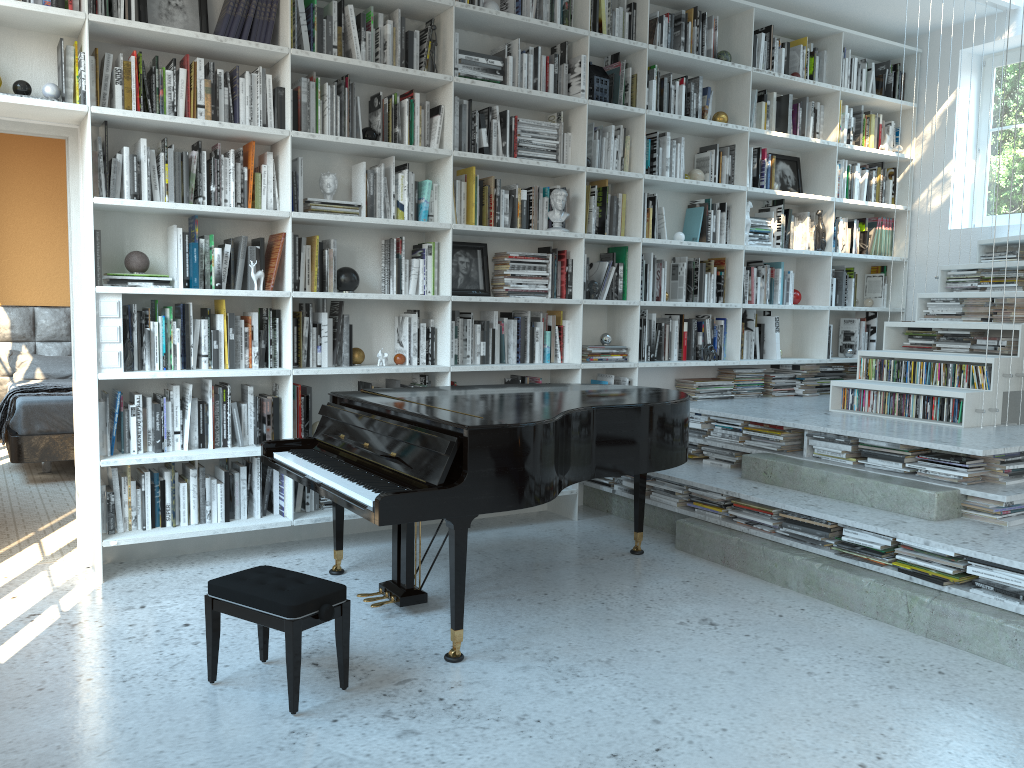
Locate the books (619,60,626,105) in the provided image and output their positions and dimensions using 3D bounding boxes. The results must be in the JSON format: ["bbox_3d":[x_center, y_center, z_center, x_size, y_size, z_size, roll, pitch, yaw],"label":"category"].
[{"bbox_3d":[0.603,-1.747,5.235,0.021,0.288,0.179,-2,6,-31],"label":"books"}]

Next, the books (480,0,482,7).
[{"bbox_3d":[-0.201,-2.037,4.738,0.010,0.187,0.152,-2,6,-31],"label":"books"}]

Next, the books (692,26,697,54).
[{"bbox_3d":[1.070,-2.083,5.484,0.018,0.201,0.188,-2,6,-31],"label":"books"}]

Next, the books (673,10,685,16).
[{"bbox_3d":[0.996,-2.128,5.460,0.024,0.293,0.167,-2,6,-31],"label":"books"}]

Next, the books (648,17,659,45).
[{"bbox_3d":[0.801,-2.076,5.327,0.046,0.206,0.183,-2,6,-31],"label":"books"}]

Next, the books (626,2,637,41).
[{"bbox_3d":[0.664,-2.096,5.236,0.029,0.253,0.186,-2,6,-31],"label":"books"}]

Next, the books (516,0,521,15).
[{"bbox_3d":[-0.001,-2.095,4.839,0.014,0.293,0.176,-2,6,-31],"label":"books"}]

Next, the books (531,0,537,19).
[{"bbox_3d":[0.077,-2.057,4.894,0.050,0.211,0.172,-2,6,-31],"label":"books"}]

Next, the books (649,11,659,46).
[{"bbox_3d":[0.822,-2.097,5.345,0.009,0.244,0.173,-2,6,-31],"label":"books"}]

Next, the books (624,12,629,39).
[{"bbox_3d":[0.623,-2.066,5.232,0.022,0.194,0.181,-2,6,-31],"label":"books"}]

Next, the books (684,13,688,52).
[{"bbox_3d":[1.025,-2.126,5.486,0.007,0.285,0.159,-2,6,-31],"label":"books"}]

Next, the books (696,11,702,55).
[{"bbox_3d":[1.099,-2.132,5.494,0.015,0.300,0.183,-2,6,-31],"label":"books"}]

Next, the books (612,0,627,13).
[{"bbox_3d":[0.630,-2.136,5.249,0.012,0.330,0.128,-2,6,-31],"label":"books"}]

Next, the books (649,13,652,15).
[{"bbox_3d":[0.831,-2.105,5.371,0.012,0.255,0.133,-2,6,-31],"label":"books"}]

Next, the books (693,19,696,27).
[{"bbox_3d":[1.074,-2.109,5.501,0.008,0.251,0.170,-2,6,-31],"label":"books"}]

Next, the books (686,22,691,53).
[{"bbox_3d":[1.045,-2.098,5.479,0.018,0.231,0.160,-2,6,-31],"label":"books"}]

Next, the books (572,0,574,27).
[{"bbox_3d":[0.303,-2.088,5.045,0.022,0.257,0.136,-2,6,-31],"label":"books"}]

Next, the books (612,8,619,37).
[{"bbox_3d":[0.560,-2.067,5.183,0.024,0.202,0.180,-2,6,-31],"label":"books"}]

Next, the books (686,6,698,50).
[{"bbox_3d":[1.082,-2.148,5.501,0.007,0.330,0.183,-2,6,-31],"label":"books"}]

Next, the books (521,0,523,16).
[{"bbox_3d":[0.014,-2.098,4.857,0.011,0.296,0.157,-2,6,-31],"label":"books"}]

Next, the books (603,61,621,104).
[{"bbox_3d":[0.573,-1.737,5.209,0.021,0.272,0.190,-2,6,-31],"label":"books"}]

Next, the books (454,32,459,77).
[{"bbox_3d":[-0.335,-1.696,4.664,0.021,0.249,0.191,-2,6,-31],"label":"books"}]

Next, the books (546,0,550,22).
[{"bbox_3d":[0.158,-2.073,4.946,0.023,0.237,0.154,-2,6,-31],"label":"books"}]

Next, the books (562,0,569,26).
[{"bbox_3d":[0.262,-2.080,5.012,0.028,0.244,0.161,-2,6,-31],"label":"books"}]

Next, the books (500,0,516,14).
[{"bbox_3d":[-0.021,-2.072,4.849,0.012,0.246,0.151,-2,6,-31],"label":"books"}]

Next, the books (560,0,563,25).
[{"bbox_3d":[0.242,-2.112,5.005,0.012,0.308,0.138,-2,6,-31],"label":"books"}]

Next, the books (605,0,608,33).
[{"bbox_3d":[0.500,-2.104,5.165,0.030,0.275,0.151,-2,6,-31],"label":"books"}]

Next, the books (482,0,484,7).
[{"bbox_3d":[-0.189,-2.071,4.735,0.011,0.256,0.143,-2,6,-31],"label":"books"}]

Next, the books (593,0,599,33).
[{"bbox_3d":[0.441,-2.079,5.103,0.015,0.234,0.171,-2,6,-31],"label":"books"}]

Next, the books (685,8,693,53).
[{"bbox_3d":[1.053,-2.139,5.486,0.006,0.313,0.178,-2,6,-31],"label":"books"}]

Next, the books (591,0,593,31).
[{"bbox_3d":[0.422,-2.094,5.111,0.008,0.262,0.142,-2,6,-31],"label":"books"}]

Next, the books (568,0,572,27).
[{"bbox_3d":[0.291,-2.078,5.031,0.014,0.239,0.153,-2,6,-31],"label":"books"}]

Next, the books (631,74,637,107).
[{"bbox_3d":[0.670,-1.711,5.274,0.008,0.214,0.223,-2,6,-31],"label":"books"}]

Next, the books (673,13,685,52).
[{"bbox_3d":[0.985,-2.108,5.429,0.028,0.258,0.184,-2,6,-31],"label":"books"}]

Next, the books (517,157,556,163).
[{"bbox_3d":[0.101,-1.253,5.003,0.254,0.012,0.160,-2,5,-28],"label":"books"}]

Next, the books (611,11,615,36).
[{"bbox_3d":[0.540,-2.056,5.171,0.022,0.180,0.172,-2,6,-31],"label":"books"}]

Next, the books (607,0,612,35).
[{"bbox_3d":[0.526,-2.114,5.159,0.010,0.298,0.167,-2,6,-31],"label":"books"}]

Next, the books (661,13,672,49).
[{"bbox_3d":[0.905,-2.106,5.405,0.030,0.255,0.161,-2,6,-31],"label":"books"}]

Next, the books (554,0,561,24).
[{"bbox_3d":[0.208,-2.055,4.953,0.023,0.202,0.193,-2,6,-31],"label":"books"}]

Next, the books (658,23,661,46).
[{"bbox_3d":[0.844,-2.068,5.371,0.009,0.183,0.160,-2,6,-31],"label":"books"}]

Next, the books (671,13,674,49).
[{"bbox_3d":[0.926,-2.108,5.420,0.021,0.257,0.168,-2,6,-31],"label":"books"}]

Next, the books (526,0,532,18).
[{"bbox_3d":[0.055,-2.116,4.868,0.010,0.332,0.186,-2,6,-31],"label":"books"}]

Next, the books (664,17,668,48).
[{"bbox_3d":[0.879,-2.091,5.391,0.028,0.226,0.163,-2,6,-31],"label":"books"}]

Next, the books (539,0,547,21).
[{"bbox_3d":[0.137,-2.055,4.929,0.033,0.203,0.166,-2,6,-31],"label":"books"}]

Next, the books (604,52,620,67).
[{"bbox_3d":[0.579,-1.773,5.243,0.025,0.339,0.142,-2,6,-31],"label":"books"}]

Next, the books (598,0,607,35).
[{"bbox_3d":[0.475,-2.091,5.126,0.054,0.255,0.190,-2,6,-31],"label":"books"}]

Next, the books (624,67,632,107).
[{"bbox_3d":[0.643,-1.728,5.256,0.013,0.248,0.186,-2,6,-31],"label":"books"}]

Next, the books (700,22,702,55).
[{"bbox_3d":[1.126,-2.112,5.540,0.024,0.253,0.149,-2,6,-31],"label":"books"}]

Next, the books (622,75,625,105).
[{"bbox_3d":[0.617,-1.732,5.256,0.005,0.255,0.158,-2,6,-31],"label":"books"}]

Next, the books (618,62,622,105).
[{"bbox_3d":[0.580,-1.738,5.229,0.022,0.272,0.181,-2,6,-31],"label":"books"}]

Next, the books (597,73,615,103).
[{"bbox_3d":[0.549,-1.710,5.236,0.019,0.214,0.155,-2,6,-31],"label":"books"}]

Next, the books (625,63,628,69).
[{"bbox_3d":[0.647,-1.753,5.296,0.005,0.292,0.130,-2,6,-31],"label":"books"}]

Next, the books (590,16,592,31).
[{"bbox_3d":[0.408,-2.092,5.093,0.034,0.261,0.157,-2,6,-31],"label":"books"}]

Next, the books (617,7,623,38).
[{"bbox_3d":[0.586,-2.074,5.193,0.031,0.213,0.169,-2,6,-31],"label":"books"}]

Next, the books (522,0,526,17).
[{"bbox_3d":[0.025,-2.056,4.882,0.031,0.209,0.146,-2,6,-31],"label":"books"}]

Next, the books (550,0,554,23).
[{"bbox_3d":[0.181,-2.089,4.941,0.010,0.271,0.179,-2,6,-31],"label":"books"}]

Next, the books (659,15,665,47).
[{"bbox_3d":[0.860,-2.091,5.364,0.013,0.230,0.173,-2,6,-31],"label":"books"}]

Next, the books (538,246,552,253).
[{"bbox_3d":[0.188,-0.643,5.144,0.011,0.299,0.130,-2,6,-31],"label":"books"}]

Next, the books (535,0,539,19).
[{"bbox_3d":[0.101,-2.089,4.926,0.028,0.270,0.140,-2,6,-31],"label":"books"}]
